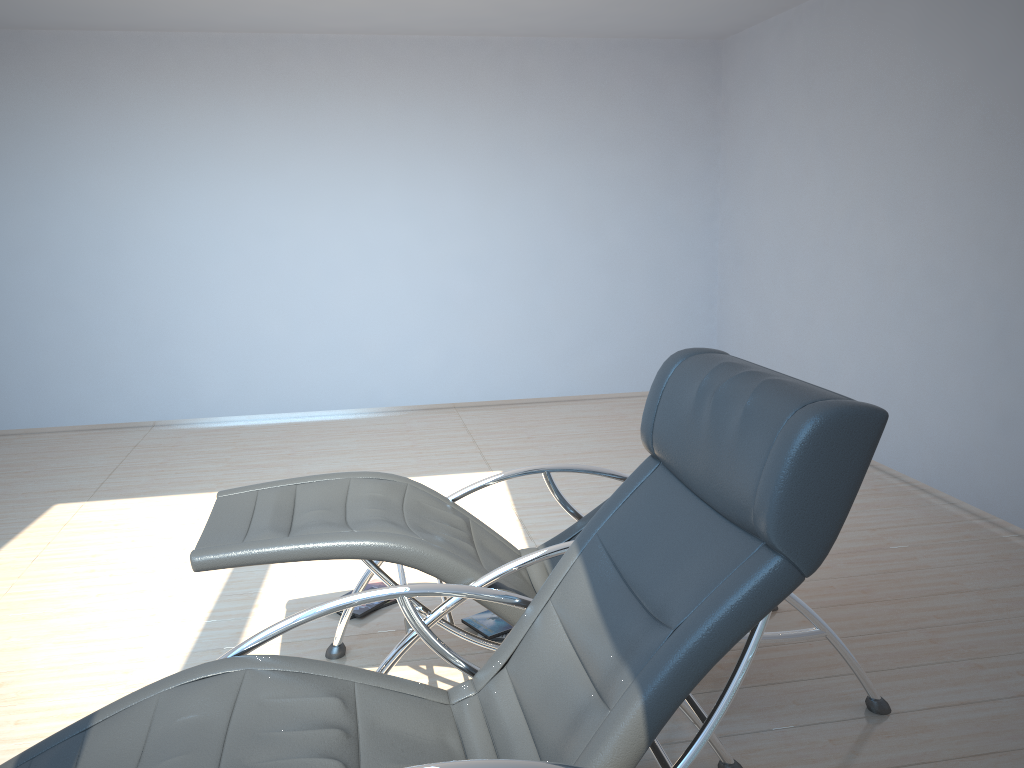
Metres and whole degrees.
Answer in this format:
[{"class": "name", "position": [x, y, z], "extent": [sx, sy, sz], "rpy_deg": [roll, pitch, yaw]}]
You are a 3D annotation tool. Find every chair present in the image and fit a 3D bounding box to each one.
[{"class": "chair", "position": [0.099, 0.565, 2.951], "extent": [2.114, 0.953, 0.836], "rpy_deg": [-3, 11, -10]}, {"class": "chair", "position": [-0.224, 0.627, 1.891], "extent": [1.938, 1.251, 0.836], "rpy_deg": [-3, 11, -10]}]

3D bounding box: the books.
[{"class": "books", "position": [-1.483, 1.087, 2.362], "extent": [4.790, 0.222, 1.045], "rpy_deg": [-11, 15, -42]}]
